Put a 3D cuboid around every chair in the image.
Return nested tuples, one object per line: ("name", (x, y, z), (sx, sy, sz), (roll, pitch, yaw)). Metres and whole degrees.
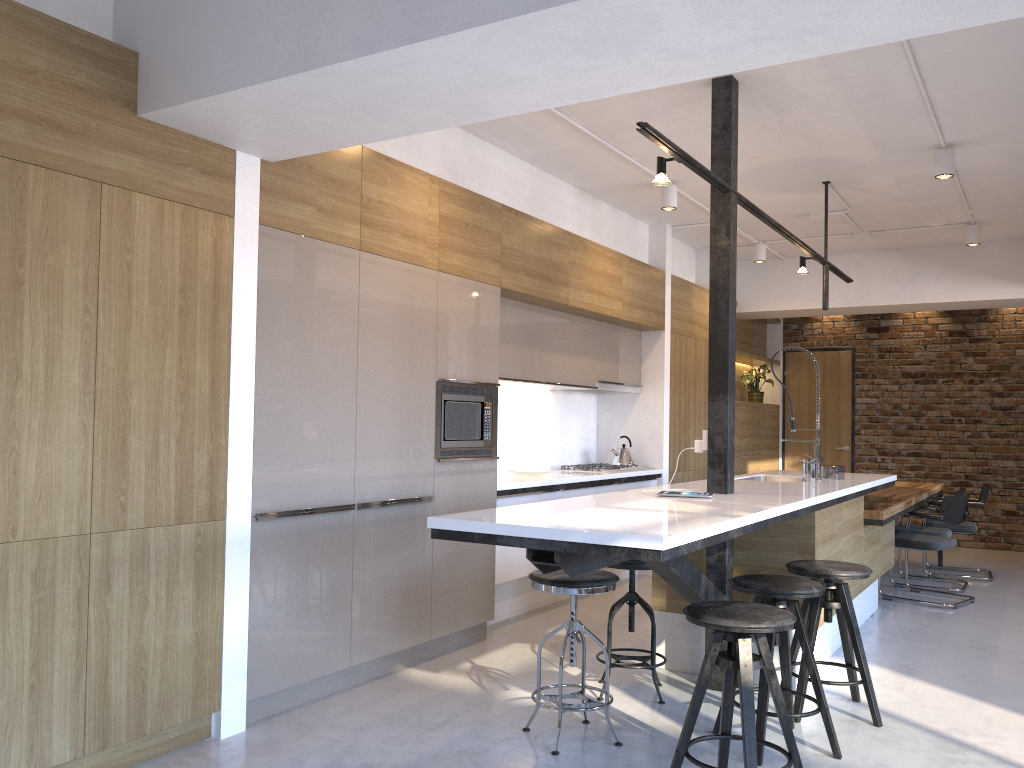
("chair", (0.728, 1.044, 2.859), (0.367, 0.630, 0.367), (3, -3, -44))
("chair", (0.236, 1.056, 3.459), (0.356, 0.636, 0.358), (1, -2, -14))
("chair", (2.992, 1.168, 6.395), (0.520, 0.768, 0.540), (3, -3, -44))
("chair", (1.016, 1.073, 3.417), (0.365, 0.630, 0.365), (1, -2, -14))
("chair", (1.367, 1.098, 3.838), (0.366, 0.630, 0.367), (1, -2, 6))
("chair", (3.281, 1.199, 6.981), (0.540, 0.768, 0.520), (0, -2, 31))
("chair", (0.546, 1.088, 4.052), (0.357, 0.636, 0.357), (1, -2, 10))
("chair", (3.768, 1.231, 7.514), (0.540, 0.768, 0.520), (0, -2, 26))

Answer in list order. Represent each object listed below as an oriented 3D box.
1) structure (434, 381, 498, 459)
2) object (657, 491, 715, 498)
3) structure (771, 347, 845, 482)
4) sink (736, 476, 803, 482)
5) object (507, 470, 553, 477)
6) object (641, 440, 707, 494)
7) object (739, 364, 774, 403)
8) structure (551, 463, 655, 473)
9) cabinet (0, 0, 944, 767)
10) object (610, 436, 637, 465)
("structure", (-0.406, 0.199, 4.881), (0.396, 0.397, 0.596), (0, -3, 31))
("object", (0.776, 0.494, 3.953), (0.240, 0.013, 0.188), (0, -3, 16))
("structure", (1.893, 0.177, 5.403), (0.507, 0.812, 0.392), (2, -2, -19))
("sink", (1.637, 0.693, 5.479), (0.406, 0.203, 0.706), (0, -3, 31))
("object", (0.118, 0.597, 5.923), (0.310, 0.034, 0.310), (-1, -4, 45))
("object", (0.753, 0.386, 4.184), (0.417, 0.246, 0.214), (3, -3, -37))
("object", (2.740, 0.020, 9.881), (0.390, 0.475, 0.344), (2, -2, -24))
("structure", (0.730, 0.670, 6.955), (0.496, 0.063, 0.859), (0, -3, 31))
("cabinet", (1.245, 0.072, 5.999), (2.473, 2.870, 9.120), (0, -3, 31))
("object", (0.900, 0.533, 7.138), (0.222, 0.235, 0.222), (0, -2, 21))
